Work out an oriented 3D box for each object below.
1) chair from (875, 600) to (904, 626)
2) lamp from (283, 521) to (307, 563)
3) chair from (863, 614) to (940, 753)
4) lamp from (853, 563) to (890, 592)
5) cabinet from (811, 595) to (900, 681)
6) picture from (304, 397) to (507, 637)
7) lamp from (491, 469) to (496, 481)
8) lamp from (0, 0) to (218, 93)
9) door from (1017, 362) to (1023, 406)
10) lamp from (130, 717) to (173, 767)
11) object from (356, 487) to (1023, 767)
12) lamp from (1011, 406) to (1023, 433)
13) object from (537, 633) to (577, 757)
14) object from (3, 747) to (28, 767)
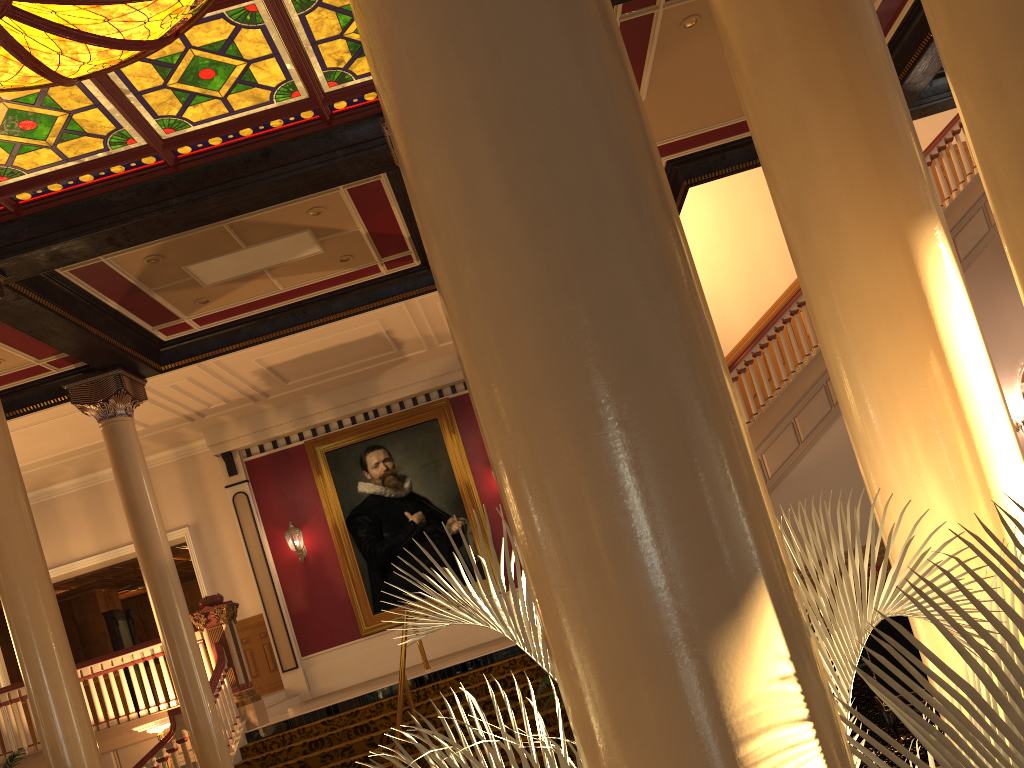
[{"bbox_3d":[3.891,2.462,8.129,0.692,0.912,0.645,-14,-7,-32],"label":"chair"},{"bbox_3d":[-3.575,2.629,14.427,0.318,0.723,0.399,-18,-5,-2],"label":"lamp"},{"bbox_3d":[3.237,2.283,6.938,0.734,1.089,0.759,-19,-6,12],"label":"chair"},{"bbox_3d":[3.786,2.088,9.096,0.319,0.416,0.323,-17,-7,-6],"label":"lamp"},{"bbox_3d":[3.651,2.787,9.012,1.253,0.860,0.558,-17,-6,-3],"label":"cabinet"},{"bbox_3d":[-1.801,2.223,14.666,2.544,3.423,0.055,-18,-3,-3],"label":"picture"},{"bbox_3d":[-0.153,1.572,14.612,0.318,0.723,0.399,-18,-5,-2],"label":"lamp"},{"bbox_3d":[-2.675,-2.100,4.060,2.993,0.594,3.061,-17,-13,-4],"label":"lamp"},{"bbox_3d":[10.013,0.988,15.523,1.473,3.449,0.203,-18,-3,-3],"label":"door"},{"bbox_3d":[-3.890,4.913,10.195,0.583,1.995,0.582,-17,-4,-20],"label":"lamp"},{"bbox_3d":[0.384,1.287,1.685,1.818,2.236,2.080,-16,-8,-14],"label":"object"},{"bbox_3d":[8.924,0.641,15.232,0.268,0.493,0.375,-18,-6,-2],"label":"lamp"},{"bbox_3d":[0.797,2.283,6.007,1.052,2.133,1.074,-13,-6,-44],"label":"object"},{"bbox_3d":[-3.160,3.502,5.765,1.082,2.133,1.044,-17,-5,-14],"label":"object"}]
